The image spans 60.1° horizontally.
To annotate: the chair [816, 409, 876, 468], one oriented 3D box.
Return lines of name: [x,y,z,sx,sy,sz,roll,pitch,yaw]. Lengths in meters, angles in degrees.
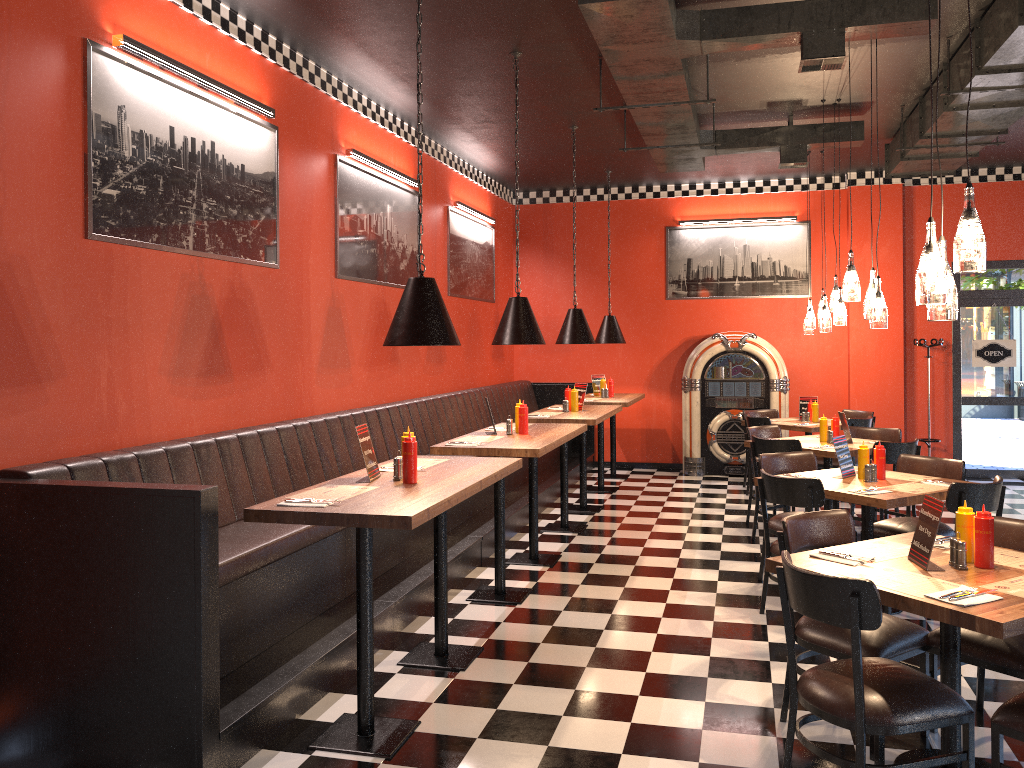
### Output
chair: [3.680,0.729,9.735,0.544,0.867,0.486,-1,1,-21]

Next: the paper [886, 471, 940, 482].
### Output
paper: [2.474,0.585,5.610,0.261,0.001,0.365,-2,3,-32]

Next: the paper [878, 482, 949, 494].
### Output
paper: [2.347,0.606,5.162,0.365,0.001,0.261,-2,3,-32]

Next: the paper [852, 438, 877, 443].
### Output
paper: [2.962,0.487,7.686,0.261,0.001,0.365,-2,3,-32]

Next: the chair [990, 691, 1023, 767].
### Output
chair: [1.904,1.056,2.822,0.486,0.867,0.544,-1,1,-36]

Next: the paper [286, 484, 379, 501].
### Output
paper: [-0.764,0.465,3.806,0.261,0.001,0.366,0,3,17]

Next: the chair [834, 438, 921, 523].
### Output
chair: [2.917,0.858,7.010,0.486,0.867,0.544,-1,1,-26]

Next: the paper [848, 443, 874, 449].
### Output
paper: [2.869,0.508,7.248,0.365,0.001,0.261,-2,3,-31]

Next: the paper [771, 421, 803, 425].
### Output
paper: [2.882,0.414,9.308,0.261,0.001,0.365,-2,3,-31]

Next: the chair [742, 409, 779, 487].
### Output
chair: [2.865,0.730,9.859,0.486,0.867,0.544,-1,1,-21]

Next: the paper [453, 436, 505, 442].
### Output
paper: [-0.224,0.366,5.908,0.261,0.001,0.366,0,3,17]

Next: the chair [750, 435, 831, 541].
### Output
chair: [2.249,0.854,7.227,0.544,0.867,0.486,-1,1,-35]

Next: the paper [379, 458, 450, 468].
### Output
paper: [-0.514,0.421,4.733,0.261,0.001,0.366,0,3,17]

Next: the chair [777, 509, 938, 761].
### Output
chair: [1.438,1.016,3.776,0.486,0.867,0.544,-1,1,-35]

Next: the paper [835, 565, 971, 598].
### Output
paper: [1.395,0.703,3.173,0.261,0.001,0.365,-2,3,-28]

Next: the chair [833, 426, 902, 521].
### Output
chair: [3.110,0.824,7.734,0.486,0.867,0.545,0,1,38]

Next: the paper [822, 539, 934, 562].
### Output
paper: [1.502,0.681,3.638,0.365,0.001,0.261,-2,3,-30]

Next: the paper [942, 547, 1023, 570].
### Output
paper: [1.947,0.684,3.499,0.261,0.001,0.365,-2,3,-31]

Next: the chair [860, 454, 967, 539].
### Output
chair: [2.619,0.918,5.737,0.544,0.867,0.486,-1,1,-30]

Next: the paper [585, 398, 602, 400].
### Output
paper: [0.870,0.170,10.044,0.261,0.001,0.366,0,3,17]

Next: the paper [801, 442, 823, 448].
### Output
paper: [2.416,0.506,7.349,0.261,0.001,0.365,-2,3,-29]

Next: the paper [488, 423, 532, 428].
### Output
paper: [-0.004,0.322,6.849,0.261,0.001,0.366,0,3,17]

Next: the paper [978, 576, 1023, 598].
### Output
paper: [1.845,0.705,3.063,0.365,0.001,0.261,-2,3,-30]

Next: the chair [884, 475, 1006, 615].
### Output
chair: [2.484,0.951,5.035,0.486,0.867,0.544,-1,1,-33]

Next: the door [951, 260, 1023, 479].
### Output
door: [6.120,-0.169,10.334,1.800,2.572,0.128,0,0,15]

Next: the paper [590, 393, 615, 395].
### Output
paper: [1.117,0.125,10.993,0.261,0.001,0.366,0,3,17]

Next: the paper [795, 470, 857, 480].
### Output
paper: [2.005,0.584,5.705,0.365,0.001,0.261,-2,3,-29]

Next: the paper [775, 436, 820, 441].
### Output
paper: [2.515,0.484,7.817,0.365,0.001,0.261,-2,3,-31]

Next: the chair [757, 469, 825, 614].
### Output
chair: [1.758,0.948,5.230,0.544,0.867,0.486,-1,1,-27]

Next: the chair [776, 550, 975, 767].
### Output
chair: [1.232,1.048,3.102,0.544,0.867,0.486,-1,1,-19]

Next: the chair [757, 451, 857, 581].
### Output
chair: [1.952,0.914,5.954,0.486,0.867,0.544,-1,1,-21]

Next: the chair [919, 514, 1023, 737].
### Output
chair: [2.028,1.018,3.637,0.544,0.867,0.486,-1,1,-36]

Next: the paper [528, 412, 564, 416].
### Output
paper: [0.302,0.268,7.984,0.261,0.001,0.366,0,3,17]

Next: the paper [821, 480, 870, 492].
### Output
paper: [1.908,0.605,5.252,0.261,0.001,0.365,-2,3,-32]

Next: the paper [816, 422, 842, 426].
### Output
paper: [3.319,0.415,9.211,0.365,0.001,0.261,-2,3,-31]

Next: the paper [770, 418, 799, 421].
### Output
paper: [2.987,0.393,9.760,0.365,0.001,0.261,-2,3,-28]

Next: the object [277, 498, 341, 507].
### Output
object: [-0.795,0.469,3.541,0.255,0.019,0.157,0,3,11]

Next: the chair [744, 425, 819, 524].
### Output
chair: [2.384,0.821,7.928,0.486,0.867,0.544,-1,1,-38]

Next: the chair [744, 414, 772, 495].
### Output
chair: [2.726,0.758,9.269,0.544,0.867,0.486,-1,1,-11]

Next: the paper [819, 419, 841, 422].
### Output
paper: [3.454,0.394,9.657,0.261,0.001,0.365,-2,3,-31]

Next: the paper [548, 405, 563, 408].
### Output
paper: [0.531,0.226,8.875,0.261,0.001,0.366,0,3,17]

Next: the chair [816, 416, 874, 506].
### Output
chair: [3.400,0.762,9.063,0.486,0.867,0.544,-1,1,-44]
